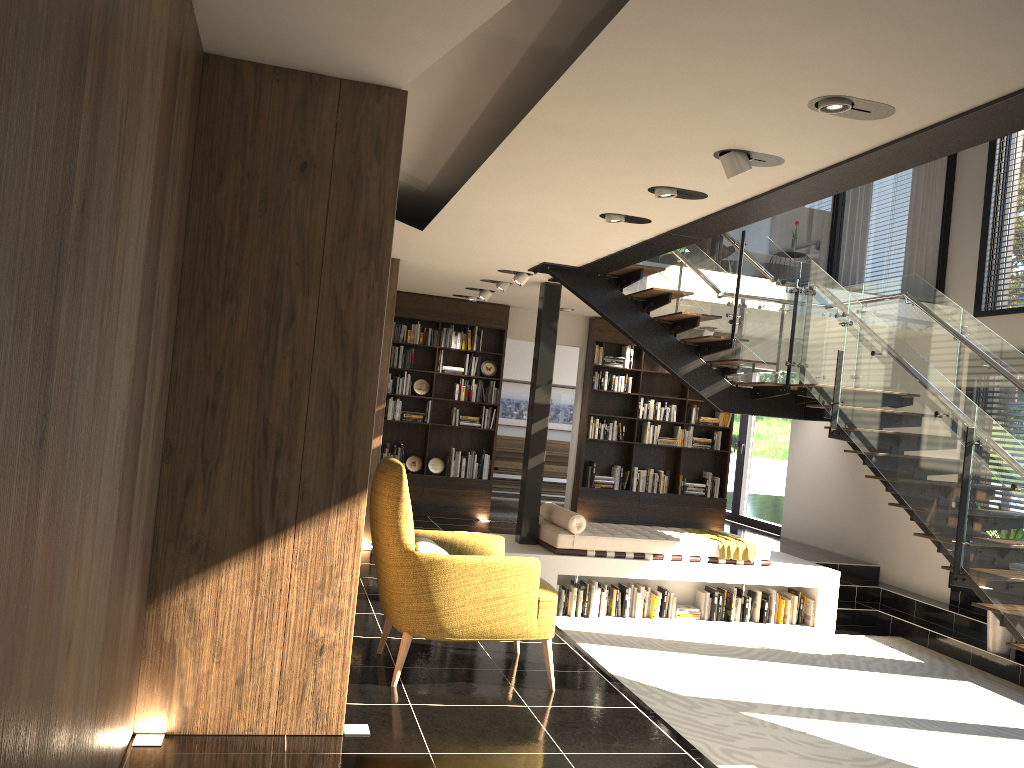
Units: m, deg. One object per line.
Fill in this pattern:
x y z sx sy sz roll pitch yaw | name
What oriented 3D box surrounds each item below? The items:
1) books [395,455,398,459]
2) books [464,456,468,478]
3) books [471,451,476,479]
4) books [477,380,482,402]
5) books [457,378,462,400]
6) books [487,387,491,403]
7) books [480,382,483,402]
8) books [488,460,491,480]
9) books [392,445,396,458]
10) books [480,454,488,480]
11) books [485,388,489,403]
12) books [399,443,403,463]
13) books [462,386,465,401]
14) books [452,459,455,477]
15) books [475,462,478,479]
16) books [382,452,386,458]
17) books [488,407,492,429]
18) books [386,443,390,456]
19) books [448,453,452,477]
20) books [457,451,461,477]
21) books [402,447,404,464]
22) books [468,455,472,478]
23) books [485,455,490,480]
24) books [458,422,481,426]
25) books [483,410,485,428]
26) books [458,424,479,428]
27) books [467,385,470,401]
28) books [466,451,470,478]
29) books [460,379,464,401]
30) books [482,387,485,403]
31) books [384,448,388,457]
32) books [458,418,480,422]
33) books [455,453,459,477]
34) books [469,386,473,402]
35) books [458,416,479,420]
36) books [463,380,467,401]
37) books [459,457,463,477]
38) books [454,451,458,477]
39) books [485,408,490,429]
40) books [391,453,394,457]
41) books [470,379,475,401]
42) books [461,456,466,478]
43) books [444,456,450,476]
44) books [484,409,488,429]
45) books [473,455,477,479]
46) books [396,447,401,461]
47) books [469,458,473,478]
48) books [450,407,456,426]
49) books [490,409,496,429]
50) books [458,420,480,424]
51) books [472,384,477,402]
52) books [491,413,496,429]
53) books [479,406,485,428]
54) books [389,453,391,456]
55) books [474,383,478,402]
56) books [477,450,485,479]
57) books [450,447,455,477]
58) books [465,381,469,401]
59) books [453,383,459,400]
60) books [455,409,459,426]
-1.433 0.969 10.836 0.033 0.208 0.192 6 -1 -14 | books
-0.588 1.033 11.049 0.025 0.260 0.114 6 -1 -14 | books
-0.498 1.005 11.047 0.016 0.332 0.195 6 -1 -14 | books
-0.418 0.089 11.045 0.037 0.276 0.179 6 -1 -14 | books
-0.659 0.062 11.001 0.025 0.280 0.145 6 -1 -14 | books
-0.293 0.137 11.068 0.020 0.209 0.147 6 -1 -14 | books
-0.391 0.099 11.045 0.016 0.262 0.155 6 -1 -14 | books
-0.299 1.070 11.111 0.029 0.247 0.139 6 -1 -14 | books
-1.446 0.910 10.812 0.016 0.322 0.218 6 -1 -14 | books
-0.354 1.030 11.093 0.035 0.314 0.168 6 -1 -14 | books
-0.320 0.144 11.080 0.026 0.190 0.121 6 -1 -14 | books
-1.364 0.901 10.809 0.019 0.356 0.235 6 -1 -14 | books
-0.617 0.117 10.999 0.028 0.180 0.130 6 -1 -14 | books
-0.742 1.039 11.011 0.034 0.215 0.104 6 -1 -14 | books
-0.460 1.079 11.090 0.032 0.195 0.134 6 -1 -14 | books
-1.573 0.947 10.791 0.026 0.222 0.209 6 -1 -14 | books
-0.291 0.427 11.093 0.013 0.267 0.177 6 -1 -14 | books
-1.523 0.892 10.773 0.016 0.341 0.217 6 -1 -14 | books
-0.783 1.003 10.998 0.024 0.278 0.135 6 -1 -14 | books
-0.671 0.993 11.013 0.019 0.321 0.161 6 -1 -14 | books
-1.342 0.924 10.839 0.042 0.315 0.193 6 -1 -14 | books
-0.544 1.024 11.039 0.029 0.286 0.137 6 -1 -14 | books
-0.322 1.037 11.094 0.029 0.306 0.149 6 -1 -14 | books
-0.544 0.500 11.050 0.271 0.028 0.174 6 -2 -19 | books
-0.371 0.440 11.112 0.024 0.226 0.141 6 -1 -14 | books
-0.549 0.524 11.061 0.245 0.021 0.159 6 -2 -12 | books
-0.559 0.113 11.020 0.026 0.200 0.154 6 -1 -14 | books
-0.561 1.004 11.031 0.012 0.322 0.177 6 -1 -14 | books
-0.634 0.069 10.989 0.019 0.272 0.175 6 -1 -14 | books
-0.364 0.136 11.079 0.060 0.196 0.119 6 -1 -14 | books
-1.546 0.919 10.785 0.017 0.282 0.232 6 -1 -14 | books
-0.542 0.447 11.065 0.266 0.019 0.157 6 -2 -13 | books
-0.695 1.007 11.023 0.019 0.289 0.145 6 -1 -14 | books
-0.524 0.119 11.000 0.032 0.195 0.183 6 -1 -14 | books
-0.542 0.422 11.074 0.239 0.031 0.146 6 -2 -14 | books
-0.592 0.083 10.998 0.014 0.253 0.169 6 -1 -14 | books
-0.654 1.031 11.038 0.034 0.250 0.114 6 -1 -14 | books
-0.712 0.991 11.017 0.019 0.317 0.122 6 -1 -14 | books
-0.328 0.429 11.132 0.038 0.257 0.138 6 -1 -14 | books
-1.481 0.957 10.824 0.036 0.222 0.173 6 -1 -14 | books
-0.500 0.079 11.027 0.020 0.281 0.153 6 -1 -14 | books
-0.615 1.032 11.028 0.037 0.255 0.145 6 -1 -14 | books
-0.809 1.017 10.999 0.023 0.244 0.135 6 -1 -14 | books
-0.343 0.432 11.085 0.014 0.246 0.192 6 -1 -14 | books
-0.483 1.027 11.051 0.018 0.292 0.191 6 -1 -14 | books
-1.394 0.924 10.826 0.027 0.304 0.204 6 -1 -14 | books
-0.525 1.044 11.060 0.022 0.250 0.144 6 -1 -14 | books
-0.733 0.402 11.017 0.028 0.224 0.161 6 -1 -14 | books
-0.261 0.437 11.096 0.047 0.253 0.210 6 -1 -14 | books
-0.543 0.471 11.059 0.263 0.030 0.159 6 -2 -17 | books
-0.478 0.112 11.022 0.027 0.219 0.139 6 -1 -14 | books
-0.238 0.465 11.133 0.021 0.204 0.169 6 -1 -14 | books
-0.381 0.412 11.085 0.014 0.279 0.202 6 -1 -14 | books
-1.515 0.953 10.816 0.034 0.223 0.208 6 -1 -14 | books
-0.456 0.105 11.052 0.030 0.239 0.146 6 -1 -14 | books
-0.399 1.005 11.077 0.065 0.354 0.164 6 -1 -15 | books
-0.749 0.965 10.962 0.017 0.359 0.189 6 -1 -14 | books
-0.573 0.084 10.994 0.021 0.253 0.167 6 -1 -14 | books
-0.693 0.094 11.000 0.033 0.211 0.132 6 -1 -14 | books
-0.696 0.414 10.997 0.036 0.206 0.215 6 -1 -14 | books
